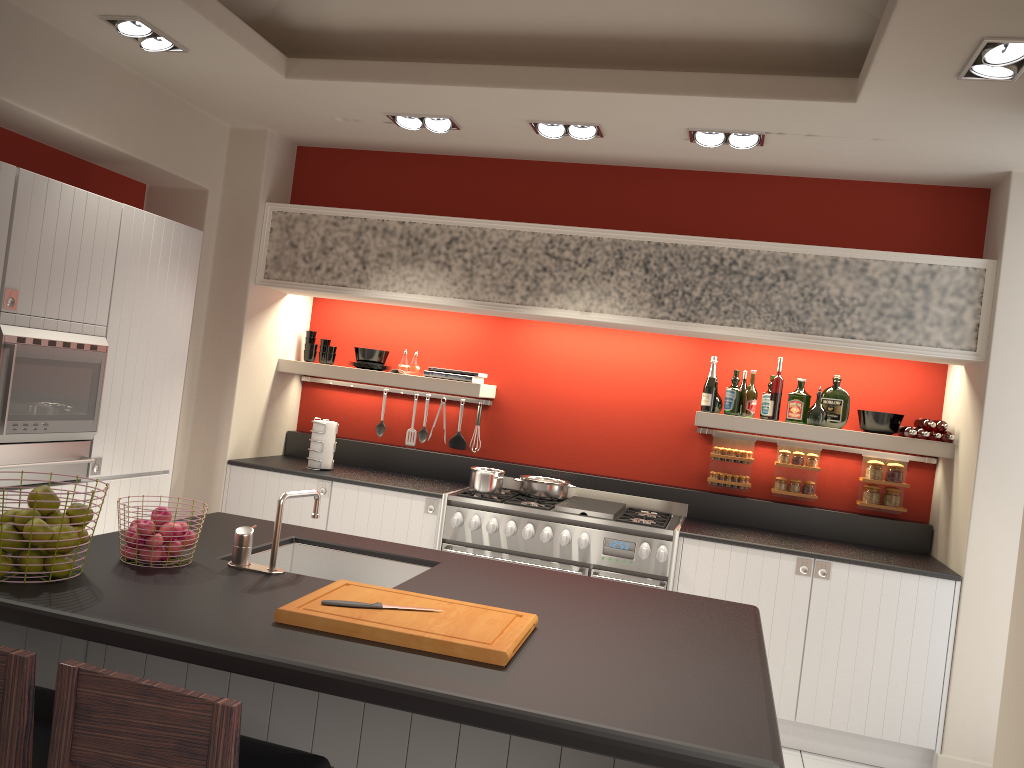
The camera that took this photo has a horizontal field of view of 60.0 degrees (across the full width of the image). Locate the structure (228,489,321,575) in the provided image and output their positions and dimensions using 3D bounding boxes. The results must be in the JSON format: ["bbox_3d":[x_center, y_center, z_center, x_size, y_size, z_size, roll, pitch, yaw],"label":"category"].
[{"bbox_3d":[-0.712,0.435,2.662,0.183,0.249,0.224,7,0,14],"label":"structure"}]

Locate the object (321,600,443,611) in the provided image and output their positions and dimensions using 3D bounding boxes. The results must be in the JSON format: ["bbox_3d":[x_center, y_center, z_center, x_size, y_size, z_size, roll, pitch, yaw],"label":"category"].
[{"bbox_3d":[-0.323,0.553,2.213,0.302,0.010,0.035,7,0,-16],"label":"object"}]

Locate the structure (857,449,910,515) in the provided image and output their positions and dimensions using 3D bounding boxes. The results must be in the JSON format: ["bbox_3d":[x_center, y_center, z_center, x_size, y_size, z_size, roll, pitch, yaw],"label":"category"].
[{"bbox_3d":[2.138,0.565,5.095,0.256,0.347,0.130,7,-1,14],"label":"structure"}]

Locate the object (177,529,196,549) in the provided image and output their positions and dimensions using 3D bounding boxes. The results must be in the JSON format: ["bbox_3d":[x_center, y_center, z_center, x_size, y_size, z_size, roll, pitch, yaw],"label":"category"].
[{"bbox_3d":[-0.950,0.451,2.583,0.055,0.056,0.055,7,0,23],"label":"object"}]

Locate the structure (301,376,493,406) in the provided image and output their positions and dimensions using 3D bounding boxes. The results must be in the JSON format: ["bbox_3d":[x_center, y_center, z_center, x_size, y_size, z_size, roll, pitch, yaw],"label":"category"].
[{"bbox_3d":[-0.777,0.043,5.898,1.355,0.034,0.054,7,0,14],"label":"structure"}]

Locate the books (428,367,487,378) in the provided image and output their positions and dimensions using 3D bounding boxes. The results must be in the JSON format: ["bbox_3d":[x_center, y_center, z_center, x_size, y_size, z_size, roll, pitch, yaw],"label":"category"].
[{"bbox_3d":[-0.341,-0.074,5.622,0.332,0.026,0.207,7,0,14],"label":"books"}]

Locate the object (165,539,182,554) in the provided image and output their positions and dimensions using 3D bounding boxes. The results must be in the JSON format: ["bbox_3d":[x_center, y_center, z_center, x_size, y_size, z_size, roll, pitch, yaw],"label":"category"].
[{"bbox_3d":[-0.964,0.463,2.526,0.046,0.043,0.046,7,0,-37],"label":"object"}]

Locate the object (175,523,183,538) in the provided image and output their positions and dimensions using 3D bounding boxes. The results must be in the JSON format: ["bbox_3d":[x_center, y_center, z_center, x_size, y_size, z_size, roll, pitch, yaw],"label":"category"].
[{"bbox_3d":[-0.974,0.426,2.565,0.041,0.044,0.045,7,0,-17],"label":"object"}]

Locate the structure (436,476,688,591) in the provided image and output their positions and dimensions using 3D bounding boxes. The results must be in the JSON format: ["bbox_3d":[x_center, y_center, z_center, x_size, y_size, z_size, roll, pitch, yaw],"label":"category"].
[{"bbox_3d":[0.259,1.165,5.082,1.322,1.085,0.777,7,0,14],"label":"structure"}]

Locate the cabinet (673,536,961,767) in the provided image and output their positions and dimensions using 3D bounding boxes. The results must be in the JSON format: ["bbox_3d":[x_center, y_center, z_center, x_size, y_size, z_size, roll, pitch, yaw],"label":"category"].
[{"bbox_3d":[1.550,1.383,4.807,1.361,0.993,0.687,7,0,14],"label":"cabinet"}]

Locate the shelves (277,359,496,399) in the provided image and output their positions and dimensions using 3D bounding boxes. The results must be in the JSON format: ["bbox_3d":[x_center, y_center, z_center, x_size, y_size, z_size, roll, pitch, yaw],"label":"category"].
[{"bbox_3d":[-0.814,-0.036,5.744,1.379,0.083,0.376,7,0,14],"label":"shelves"}]

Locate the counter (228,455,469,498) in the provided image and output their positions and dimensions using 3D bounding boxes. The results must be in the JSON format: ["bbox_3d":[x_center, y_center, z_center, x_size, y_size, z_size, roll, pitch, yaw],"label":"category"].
[{"bbox_3d":[-0.953,0.557,5.447,1.360,0.026,0.699,7,0,14],"label":"counter"}]

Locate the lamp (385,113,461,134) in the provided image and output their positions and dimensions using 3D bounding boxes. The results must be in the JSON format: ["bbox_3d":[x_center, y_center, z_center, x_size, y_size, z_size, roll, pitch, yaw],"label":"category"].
[{"bbox_3d":[-0.471,-1.413,4.727,0.361,0.109,0.199,7,0,14],"label":"lamp"}]

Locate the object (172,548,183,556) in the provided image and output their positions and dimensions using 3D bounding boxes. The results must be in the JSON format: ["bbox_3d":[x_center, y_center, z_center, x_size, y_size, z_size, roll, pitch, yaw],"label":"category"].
[{"bbox_3d":[-0.994,0.484,2.608,0.050,0.049,0.049,7,0,-20],"label":"object"}]

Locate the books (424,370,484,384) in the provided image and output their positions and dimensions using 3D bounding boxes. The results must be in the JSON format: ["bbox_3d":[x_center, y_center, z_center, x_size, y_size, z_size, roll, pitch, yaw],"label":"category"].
[{"bbox_3d":[-0.366,-0.043,5.605,0.331,0.042,0.207,7,0,19],"label":"books"}]

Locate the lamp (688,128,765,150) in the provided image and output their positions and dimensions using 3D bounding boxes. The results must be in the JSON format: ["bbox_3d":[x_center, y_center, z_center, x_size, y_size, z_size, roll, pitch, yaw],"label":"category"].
[{"bbox_3d":[1.054,-1.224,4.348,0.361,0.103,0.199,7,0,14],"label":"lamp"}]

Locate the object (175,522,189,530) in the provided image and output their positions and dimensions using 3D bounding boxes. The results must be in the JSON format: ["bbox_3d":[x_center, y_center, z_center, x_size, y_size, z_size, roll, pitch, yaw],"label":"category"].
[{"bbox_3d":[-0.983,0.431,2.616,0.056,0.050,0.055,7,0,-38],"label":"object"}]

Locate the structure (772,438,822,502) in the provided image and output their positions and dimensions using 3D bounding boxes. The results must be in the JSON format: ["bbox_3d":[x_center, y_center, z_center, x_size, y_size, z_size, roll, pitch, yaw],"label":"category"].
[{"bbox_3d":[1.675,0.508,5.210,0.256,0.347,0.130,7,-1,14],"label":"structure"}]

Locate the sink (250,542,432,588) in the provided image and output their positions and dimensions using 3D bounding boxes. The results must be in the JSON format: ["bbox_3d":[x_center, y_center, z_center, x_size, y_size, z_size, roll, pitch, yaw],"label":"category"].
[{"bbox_3d":[-0.586,0.713,2.836,0.567,0.258,0.516,7,0,14],"label":"sink"}]

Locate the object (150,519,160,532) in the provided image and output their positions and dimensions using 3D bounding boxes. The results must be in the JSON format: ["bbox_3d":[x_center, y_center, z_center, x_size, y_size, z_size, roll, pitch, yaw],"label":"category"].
[{"bbox_3d":[-1.030,0.406,2.560,0.041,0.044,0.045,7,0,-17],"label":"object"}]

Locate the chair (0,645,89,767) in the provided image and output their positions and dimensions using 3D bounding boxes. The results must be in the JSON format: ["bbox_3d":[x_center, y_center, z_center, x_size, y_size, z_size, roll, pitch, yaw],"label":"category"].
[{"bbox_3d":[-1.123,1.007,1.969,0.383,1.008,0.474,7,0,14],"label":"chair"}]

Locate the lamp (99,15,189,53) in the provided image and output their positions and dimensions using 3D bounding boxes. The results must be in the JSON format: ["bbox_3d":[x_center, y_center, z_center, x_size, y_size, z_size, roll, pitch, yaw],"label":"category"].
[{"bbox_3d":[-1.624,-1.552,3.930,0.199,0.084,0.361,7,0,14],"label":"lamp"}]

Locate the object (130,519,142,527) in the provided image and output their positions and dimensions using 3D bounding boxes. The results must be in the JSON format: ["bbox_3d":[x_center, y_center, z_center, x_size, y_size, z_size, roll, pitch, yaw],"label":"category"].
[{"bbox_3d":[-1.075,0.413,2.553,0.049,0.049,0.048,7,0,21],"label":"object"}]

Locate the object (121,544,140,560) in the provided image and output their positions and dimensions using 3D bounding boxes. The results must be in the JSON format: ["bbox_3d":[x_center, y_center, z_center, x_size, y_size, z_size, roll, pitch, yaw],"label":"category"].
[{"bbox_3d":[-1.079,0.473,2.509,0.050,0.049,0.049,7,0,-20],"label":"object"}]

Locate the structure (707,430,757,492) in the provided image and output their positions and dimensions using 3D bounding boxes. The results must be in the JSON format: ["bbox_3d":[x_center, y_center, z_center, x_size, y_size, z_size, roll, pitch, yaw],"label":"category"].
[{"bbox_3d":[1.312,0.462,5.300,0.256,0.347,0.130,7,-1,14],"label":"structure"}]

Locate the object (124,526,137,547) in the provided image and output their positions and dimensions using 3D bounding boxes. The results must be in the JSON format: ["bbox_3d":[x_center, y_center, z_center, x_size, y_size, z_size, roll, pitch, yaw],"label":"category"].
[{"bbox_3d":[-1.065,0.432,2.510,0.059,0.059,0.060,7,0,26],"label":"object"}]

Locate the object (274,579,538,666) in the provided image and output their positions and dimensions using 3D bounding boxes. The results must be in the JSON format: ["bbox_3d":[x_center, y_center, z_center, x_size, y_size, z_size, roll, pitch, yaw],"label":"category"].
[{"bbox_3d":[-0.246,0.585,2.216,0.570,0.033,0.372,7,0,12],"label":"object"}]

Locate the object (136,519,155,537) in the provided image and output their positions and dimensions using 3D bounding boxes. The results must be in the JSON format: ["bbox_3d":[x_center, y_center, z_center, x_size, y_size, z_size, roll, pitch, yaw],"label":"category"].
[{"bbox_3d":[-1.018,0.401,2.467,0.048,0.046,0.048,7,0,-31],"label":"object"}]

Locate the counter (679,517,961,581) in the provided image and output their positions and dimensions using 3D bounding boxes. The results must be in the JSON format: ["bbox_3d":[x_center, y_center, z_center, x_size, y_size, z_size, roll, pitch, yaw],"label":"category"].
[{"bbox_3d":[1.611,0.877,4.810,1.360,0.026,0.699,7,0,14],"label":"counter"}]

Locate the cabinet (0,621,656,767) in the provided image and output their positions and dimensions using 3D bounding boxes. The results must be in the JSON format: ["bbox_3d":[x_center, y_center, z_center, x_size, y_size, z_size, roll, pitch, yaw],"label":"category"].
[{"bbox_3d":[-0.402,1.145,2.522,2.035,1.011,1.423,7,0,14],"label":"cabinet"}]

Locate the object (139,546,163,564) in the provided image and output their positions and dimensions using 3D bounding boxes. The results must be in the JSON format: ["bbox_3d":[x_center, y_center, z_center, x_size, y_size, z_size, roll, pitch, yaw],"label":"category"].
[{"bbox_3d":[-1.017,0.476,2.498,0.062,0.057,0.061,7,0,14],"label":"object"}]

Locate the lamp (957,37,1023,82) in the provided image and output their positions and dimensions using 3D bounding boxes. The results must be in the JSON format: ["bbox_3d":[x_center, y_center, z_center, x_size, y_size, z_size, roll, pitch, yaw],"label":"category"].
[{"bbox_3d":[1.711,-1.147,3.103,0.199,0.090,0.361,7,0,14],"label":"lamp"}]

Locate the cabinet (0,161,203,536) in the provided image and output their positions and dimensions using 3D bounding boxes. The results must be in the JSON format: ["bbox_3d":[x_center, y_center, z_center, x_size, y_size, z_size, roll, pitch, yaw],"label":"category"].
[{"bbox_3d":[-2.422,0.219,3.563,0.717,2.250,2.557,7,0,14],"label":"cabinet"}]

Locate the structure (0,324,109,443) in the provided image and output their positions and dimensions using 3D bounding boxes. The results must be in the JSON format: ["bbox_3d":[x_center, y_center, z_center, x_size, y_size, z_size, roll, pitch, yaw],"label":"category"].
[{"bbox_3d":[-2.062,-0.001,3.804,0.332,0.473,0.610,7,0,14],"label":"structure"}]

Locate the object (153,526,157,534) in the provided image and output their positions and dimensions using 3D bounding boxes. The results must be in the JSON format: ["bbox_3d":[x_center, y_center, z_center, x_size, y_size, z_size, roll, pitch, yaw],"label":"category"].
[{"bbox_3d":[-1.027,0.413,2.506,0.041,0.039,0.041,7,0,30],"label":"object"}]

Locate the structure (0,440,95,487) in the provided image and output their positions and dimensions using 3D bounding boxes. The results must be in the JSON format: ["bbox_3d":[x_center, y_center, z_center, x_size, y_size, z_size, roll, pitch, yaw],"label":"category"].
[{"bbox_3d":[-2.025,0.339,3.786,0.129,0.177,0.617,7,0,14],"label":"structure"}]

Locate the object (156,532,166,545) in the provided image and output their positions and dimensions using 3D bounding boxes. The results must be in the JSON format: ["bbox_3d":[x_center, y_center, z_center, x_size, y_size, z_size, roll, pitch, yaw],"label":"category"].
[{"bbox_3d":[-1.021,0.442,2.582,0.055,0.056,0.055,7,0,23],"label":"object"}]

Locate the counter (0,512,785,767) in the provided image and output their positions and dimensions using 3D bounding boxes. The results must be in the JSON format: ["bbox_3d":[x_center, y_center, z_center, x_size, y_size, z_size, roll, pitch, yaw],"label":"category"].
[{"bbox_3d":[-0.329,0.618,2.526,2.054,0.050,1.415,7,0,14],"label":"counter"}]

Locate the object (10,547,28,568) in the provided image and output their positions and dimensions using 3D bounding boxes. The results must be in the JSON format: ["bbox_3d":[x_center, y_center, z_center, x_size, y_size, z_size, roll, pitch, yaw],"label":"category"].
[{"bbox_3d":[-1.256,0.445,2.273,0.055,0.054,0.053,7,0,18],"label":"object"}]

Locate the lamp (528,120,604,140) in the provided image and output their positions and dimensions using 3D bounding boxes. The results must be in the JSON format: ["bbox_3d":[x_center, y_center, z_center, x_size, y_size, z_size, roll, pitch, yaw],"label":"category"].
[{"bbox_3d":[0.282,-1.320,4.540,0.361,0.104,0.199,7,0,14],"label":"lamp"}]

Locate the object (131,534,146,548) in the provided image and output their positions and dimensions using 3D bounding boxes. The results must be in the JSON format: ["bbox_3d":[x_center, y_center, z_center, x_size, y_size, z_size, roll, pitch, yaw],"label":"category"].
[{"bbox_3d":[-1.042,0.436,2.474,0.041,0.041,0.040,7,0,-40],"label":"object"}]

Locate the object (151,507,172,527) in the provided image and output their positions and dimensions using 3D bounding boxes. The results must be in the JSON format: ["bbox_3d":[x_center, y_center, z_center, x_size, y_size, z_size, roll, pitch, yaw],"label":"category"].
[{"bbox_3d":[-1.000,0.378,2.528,0.056,0.058,0.056,7,0,-31],"label":"object"}]

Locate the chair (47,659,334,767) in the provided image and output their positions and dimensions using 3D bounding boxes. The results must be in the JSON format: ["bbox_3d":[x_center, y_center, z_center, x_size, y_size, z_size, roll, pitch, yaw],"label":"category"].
[{"bbox_3d":[-0.679,1.063,1.859,0.383,1.008,0.474,7,-1,16],"label":"chair"}]

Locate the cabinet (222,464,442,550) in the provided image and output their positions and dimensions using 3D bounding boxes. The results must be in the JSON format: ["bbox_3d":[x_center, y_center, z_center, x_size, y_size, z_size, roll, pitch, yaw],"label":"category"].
[{"bbox_3d":[-1.020,1.063,5.445,1.361,0.993,0.687,7,0,14],"label":"cabinet"}]

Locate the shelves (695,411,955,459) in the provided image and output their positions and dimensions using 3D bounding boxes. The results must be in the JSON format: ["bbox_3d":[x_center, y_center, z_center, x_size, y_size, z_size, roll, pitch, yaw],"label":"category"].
[{"bbox_3d":[1.761,0.286,5.105,1.379,0.083,0.376,7,0,14],"label":"shelves"}]

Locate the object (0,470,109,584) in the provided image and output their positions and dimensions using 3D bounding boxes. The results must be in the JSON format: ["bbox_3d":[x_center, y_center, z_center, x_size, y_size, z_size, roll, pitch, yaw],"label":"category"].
[{"bbox_3d":[-1.224,0.360,2.255,0.341,0.232,0.341,7,0,-43],"label":"object"}]

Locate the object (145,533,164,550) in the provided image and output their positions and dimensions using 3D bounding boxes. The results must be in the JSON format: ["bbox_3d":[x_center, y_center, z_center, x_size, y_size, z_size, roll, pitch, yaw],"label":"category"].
[{"bbox_3d":[-0.997,0.439,2.472,0.048,0.046,0.048,7,0,-27],"label":"object"}]

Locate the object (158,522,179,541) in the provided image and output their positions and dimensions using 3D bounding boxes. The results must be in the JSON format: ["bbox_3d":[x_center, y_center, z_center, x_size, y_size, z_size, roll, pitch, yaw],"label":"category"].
[{"bbox_3d":[-0.970,0.419,2.511,0.051,0.055,0.056,7,0,28],"label":"object"}]

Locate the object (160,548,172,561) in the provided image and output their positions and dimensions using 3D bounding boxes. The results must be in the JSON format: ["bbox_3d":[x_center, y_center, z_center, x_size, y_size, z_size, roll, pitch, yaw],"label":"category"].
[{"bbox_3d":[-0.998,0.490,2.546,0.040,0.039,0.039,7,0,-27],"label":"object"}]
